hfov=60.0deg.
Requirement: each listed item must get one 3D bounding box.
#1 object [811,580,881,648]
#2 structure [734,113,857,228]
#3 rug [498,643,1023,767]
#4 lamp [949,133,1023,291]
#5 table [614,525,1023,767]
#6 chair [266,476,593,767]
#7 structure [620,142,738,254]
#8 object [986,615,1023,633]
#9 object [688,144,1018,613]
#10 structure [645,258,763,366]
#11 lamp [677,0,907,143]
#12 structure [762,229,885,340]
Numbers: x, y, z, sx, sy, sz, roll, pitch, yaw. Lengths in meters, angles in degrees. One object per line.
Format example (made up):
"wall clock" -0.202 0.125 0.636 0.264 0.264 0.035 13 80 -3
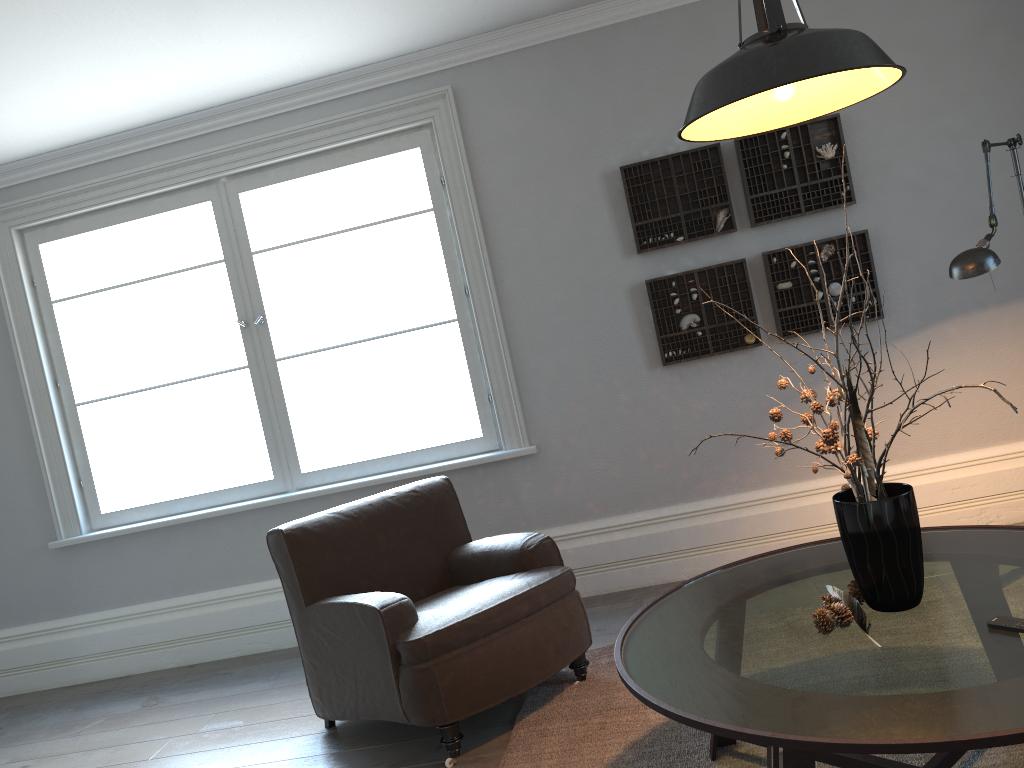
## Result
"object" 0.782 0.512 2.058 0.153 0.067 0.404 -11 3 26
"structure" 1.292 -0.973 4.051 0.468 0.416 0.105 -12 2 8
"rug" 1.003 0.946 2.042 2.399 0.090 2.820 -12 2 9
"lamp" 2.238 -0.161 3.328 1.865 1.644 0.796 -14 3 -44
"table" 0.931 0.762 2.069 1.300 0.503 1.300 -12 2 2
"chair" -0.277 0.812 3.303 0.808 0.795 0.969 -14 3 -40
"structure" 0.777 -0.864 4.154 0.468 0.416 0.099 -12 2 9
"object" 1.056 0.486 1.765 0.051 0.011 0.207 -14 3 -31
"object" 0.688 0.020 1.949 0.525 1.066 0.853 -13 2 -21
"structure" 0.897 -0.335 4.157 0.468 0.416 0.086 -12 2 9
"lamp" 0.513 -1.153 2.000 0.504 1.075 0.503 -14 2 -34
"structure" 1.427 -0.454 4.075 0.468 0.416 0.086 -12 2 9
